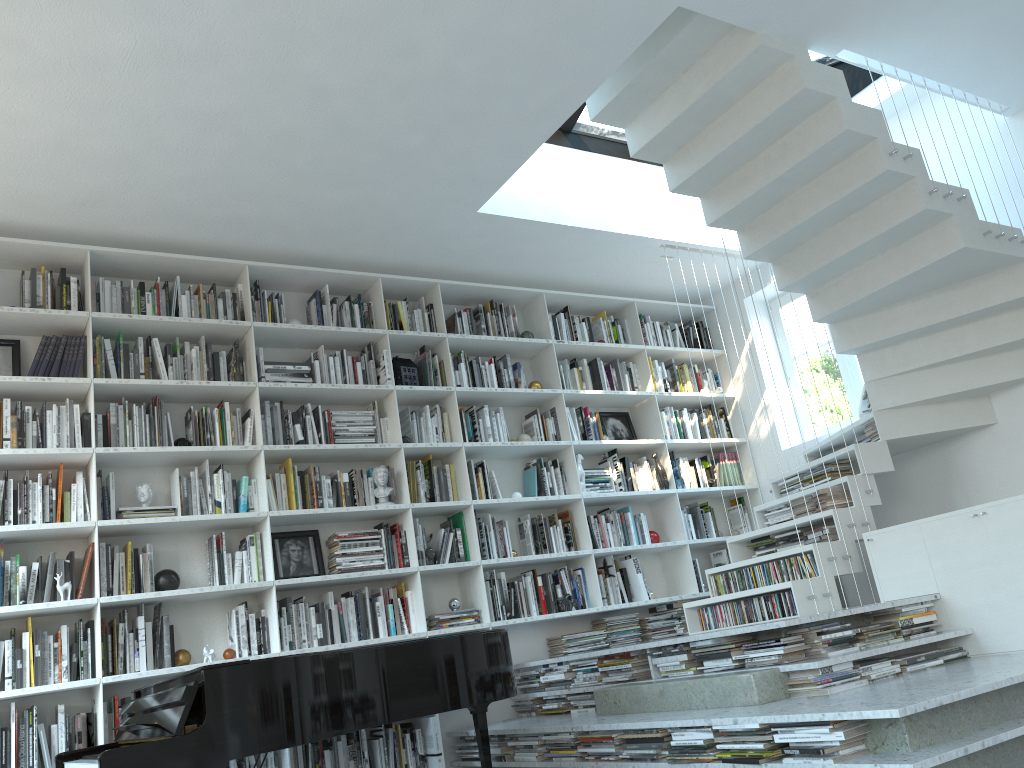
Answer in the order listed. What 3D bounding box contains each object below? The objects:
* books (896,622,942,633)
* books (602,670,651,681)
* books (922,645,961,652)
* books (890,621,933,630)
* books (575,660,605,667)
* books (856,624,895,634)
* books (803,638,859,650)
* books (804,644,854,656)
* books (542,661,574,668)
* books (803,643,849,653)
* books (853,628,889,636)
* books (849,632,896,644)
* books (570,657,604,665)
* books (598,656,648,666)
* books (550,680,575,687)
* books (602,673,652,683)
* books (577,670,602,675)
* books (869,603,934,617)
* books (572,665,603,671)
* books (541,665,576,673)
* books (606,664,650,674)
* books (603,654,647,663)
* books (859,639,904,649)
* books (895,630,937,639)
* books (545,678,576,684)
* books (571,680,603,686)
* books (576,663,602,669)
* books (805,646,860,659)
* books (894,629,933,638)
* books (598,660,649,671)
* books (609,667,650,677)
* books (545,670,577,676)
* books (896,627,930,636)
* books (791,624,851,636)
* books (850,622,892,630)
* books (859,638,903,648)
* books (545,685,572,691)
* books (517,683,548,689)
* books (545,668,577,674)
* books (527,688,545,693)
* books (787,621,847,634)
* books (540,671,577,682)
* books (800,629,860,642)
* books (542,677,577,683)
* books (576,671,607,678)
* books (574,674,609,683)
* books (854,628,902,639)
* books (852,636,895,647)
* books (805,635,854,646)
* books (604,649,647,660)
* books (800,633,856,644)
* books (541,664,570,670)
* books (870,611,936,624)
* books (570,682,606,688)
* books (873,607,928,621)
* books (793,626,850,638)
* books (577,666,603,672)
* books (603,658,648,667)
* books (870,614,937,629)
[{"bbox_3d":[1.890,1.175,4.250,0.281,0.008,0.182,0,-19,-28],"label":"books"},{"bbox_3d":[0.625,1.547,4.715,0.178,0.014,0.248,2,-21,-34],"label":"books"},{"bbox_3d":[1.996,1.255,4.177,0.215,0.007,0.131,1,-20,-30],"label":"books"},{"bbox_3d":[1.878,1.171,4.269,0.268,0.014,0.160,2,-21,-33],"label":"books"},{"bbox_3d":[0.475,1.561,4.975,0.149,0.013,0.220,0,-20,-30],"label":"books"},{"bbox_3d":[1.626,1.142,4.110,0.246,0.013,0.173,2,-21,-33],"label":"books"},{"bbox_3d":[1.398,1.158,3.946,0.215,0.013,0.190,2,-21,-33],"label":"books"},{"bbox_3d":[1.393,1.188,3.954,0.227,0.012,0.149,2,-21,-34],"label":"books"},{"bbox_3d":[0.304,1.642,5.217,0.171,0.020,0.194,4,-22,-37],"label":"books"},{"bbox_3d":[1.388,1.178,3.961,0.207,0.012,0.132,3,-21,-36],"label":"books"},{"bbox_3d":[1.625,1.155,4.111,0.179,0.010,0.160,1,-20,-30],"label":"books"},{"bbox_3d":[1.633,1.178,4.098,0.214,0.015,0.177,1,-20,-31],"label":"books"},{"bbox_3d":[0.462,1.548,4.973,0.165,0.015,0.243,4,-22,-37],"label":"books"},{"bbox_3d":[0.611,1.476,4.735,0.187,0.009,0.262,2,-21,-33],"label":"books"},{"bbox_3d":[0.342,1.747,5.198,0.131,0.021,0.241,1,-20,-30],"label":"books"},{"bbox_3d":[0.622,1.559,4.708,0.182,0.011,0.254,0,-20,-29],"label":"books"},{"bbox_3d":[0.486,1.603,4.966,0.150,0.013,0.216,2,-20,-32],"label":"books"},{"bbox_3d":[1.876,1.089,4.276,0.285,0.013,0.181,4,-22,-37],"label":"books"},{"bbox_3d":[0.473,1.581,4.967,0.167,0.008,0.235,2,-21,-33],"label":"books"},{"bbox_3d":[0.316,1.666,5.214,0.163,0.018,0.290,2,-21,-33],"label":"books"},{"bbox_3d":[0.628,1.517,4.729,0.159,0.018,0.203,2,-21,-34],"label":"books"},{"bbox_3d":[0.631,1.467,4.752,0.128,0.013,0.297,2,-21,-34],"label":"books"},{"bbox_3d":[1.640,1.205,4.086,0.291,0.007,0.174,0,-20,-30],"label":"books"},{"bbox_3d":[1.891,1.210,4.248,0.220,0.011,0.178,2,-21,-34],"label":"books"},{"bbox_3d":[0.329,1.733,5.195,0.152,0.009,0.260,3,-21,-35],"label":"books"},{"bbox_3d":[0.475,1.653,4.938,0.190,0.012,0.236,2,-21,-34],"label":"books"},{"bbox_3d":[0.477,1.572,4.972,0.160,0.010,0.180,2,-20,-32],"label":"books"},{"bbox_3d":[1.402,1.196,3.938,0.216,0.015,0.178,2,-21,-34],"label":"books"},{"bbox_3d":[1.884,1.204,4.259,0.259,0.009,0.153,3,-21,-35],"label":"books"},{"bbox_3d":[0.618,1.500,4.730,0.179,0.017,0.294,1,-20,-31],"label":"books"},{"bbox_3d":[0.641,1.533,4.731,0.138,0.017,0.238,2,-21,-33],"label":"books"},{"bbox_3d":[0.316,1.689,5.205,0.171,0.007,0.207,1,-20,-30],"label":"books"},{"bbox_3d":[1.879,1.195,4.267,0.262,0.016,0.132,4,-22,-37],"label":"books"},{"bbox_3d":[1.383,1.100,3.972,0.228,0.009,0.159,3,-21,-36],"label":"books"},{"bbox_3d":[1.628,1.129,4.108,0.203,0.011,0.174,4,-22,-37],"label":"books"},{"bbox_3d":[1.639,1.199,4.087,0.287,0.005,0.166,0,-19,-28],"label":"books"},{"bbox_3d":[0.329,1.765,5.182,0.173,0.016,0.234,2,-21,-33],"label":"books"},{"bbox_3d":[0.171,1.832,5.420,0.175,0.017,0.266,0,-20,-30],"label":"books"},{"bbox_3d":[0.320,1.681,5.211,0.143,0.012,0.265,0,-19,-28],"label":"books"},{"bbox_3d":[0.195,1.864,5.423,0.134,0.014,0.182,3,-21,-35],"label":"books"},{"bbox_3d":[1.370,1.096,3.992,0.261,0.016,0.129,2,-21,-33],"label":"books"},{"bbox_3d":[0.309,1.706,5.193,0.189,0.029,0.238,3,-21,-35],"label":"books"},{"bbox_3d":[1.397,1.123,3.950,0.230,0.015,0.190,0,-19,-28],"label":"books"},{"bbox_3d":[0.324,1.725,5.196,0.163,0.008,0.295,2,-21,-34],"label":"books"},{"bbox_3d":[0.485,1.618,4.959,0.154,0.018,0.221,2,-21,-33],"label":"books"},{"bbox_3d":[0.479,1.637,4.947,0.164,0.023,0.243,0,-20,-29],"label":"books"},{"bbox_3d":[1.639,1.159,4.090,0.273,0.014,0.188,4,-22,-37],"label":"books"},{"bbox_3d":[1.627,1.197,4.106,0.293,0.014,0.134,3,-21,-35],"label":"books"},{"bbox_3d":[1.391,1.150,3.958,0.210,0.012,0.168,1,-20,-31],"label":"books"},{"bbox_3d":[0.618,1.447,4.752,0.139,0.028,0.262,0,-19,-28],"label":"books"},{"bbox_3d":[1.388,1.141,3.963,0.260,0.009,0.153,0,-20,-30],"label":"books"},{"bbox_3d":[0.316,1.655,5.219,0.159,0.007,0.286,2,-21,-33],"label":"books"},{"bbox_3d":[1.880,1.125,4.268,0.261,0.012,0.180,0,-20,-29],"label":"books"},{"bbox_3d":[0.481,1.664,4.937,0.183,0.012,0.297,2,-21,-33],"label":"books"},{"bbox_3d":[1.873,1.111,4.279,0.192,0.024,0.168,0,-19,-28],"label":"books"},{"bbox_3d":[1.381,1.116,3.975,0.221,0.018,0.154,1,-20,-31],"label":"books"},{"bbox_3d":[0.482,1.591,4.968,0.144,0.013,0.221,0,-20,-30],"label":"books"},{"bbox_3d":[0.618,1.487,4.735,0.161,0.012,0.255,0,-20,-29],"label":"books"},{"bbox_3d":[1.879,1.148,4.269,0.284,0.030,0.177,1,-20,-31],"label":"books"}]
